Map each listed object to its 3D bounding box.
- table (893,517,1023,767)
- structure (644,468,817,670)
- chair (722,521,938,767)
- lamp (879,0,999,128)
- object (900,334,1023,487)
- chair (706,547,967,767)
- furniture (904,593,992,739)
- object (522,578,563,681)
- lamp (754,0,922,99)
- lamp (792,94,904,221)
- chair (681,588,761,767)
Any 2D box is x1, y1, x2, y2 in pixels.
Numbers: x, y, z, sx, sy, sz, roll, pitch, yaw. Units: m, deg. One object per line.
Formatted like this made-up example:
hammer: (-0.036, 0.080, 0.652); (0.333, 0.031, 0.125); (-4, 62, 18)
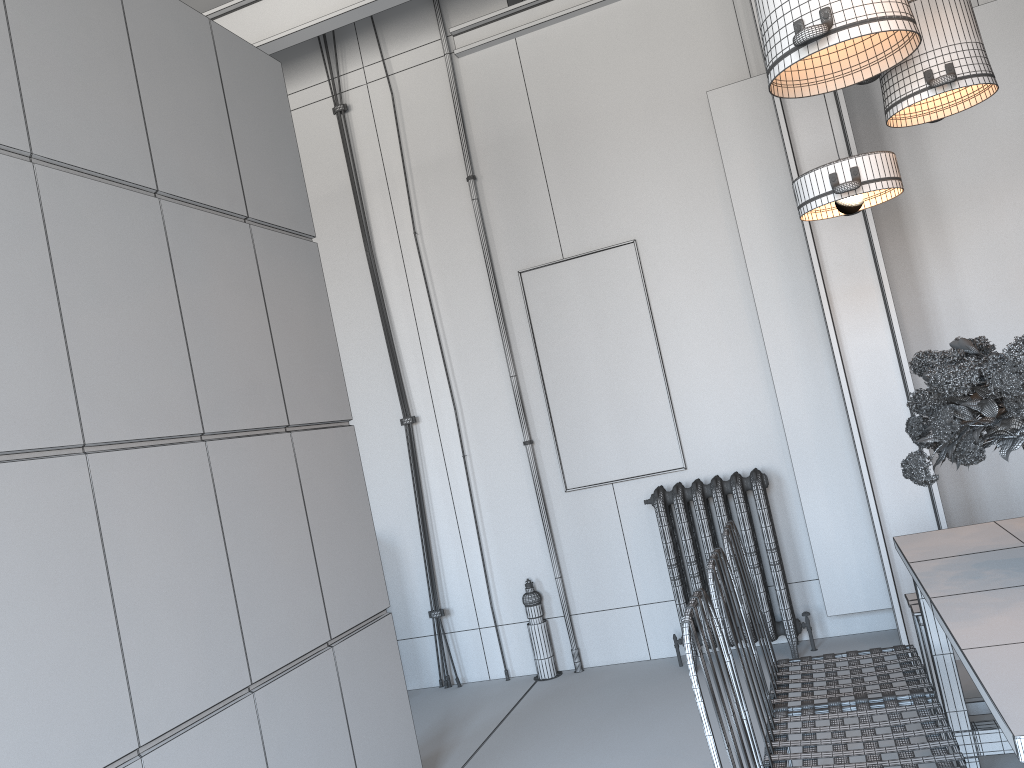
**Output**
table: (1.695, 0.797, 1.987); (1.239, 0.819, 1.784); (-13, -4, 17)
structure: (1.146, 0.991, 4.723); (0.733, 1.007, 0.328); (-13, -4, 17)
chair: (1.006, 0.877, 2.739); (0.488, 0.975, 0.474); (-13, -4, 17)
lamp: (1.166, -1.615, 2.790); (0.364, 1.553, 0.322); (-10, -4, -27)
object: (1.408, 0.123, 2.289); (0.782, 0.654, 0.697); (-13, -4, 20)
chair: (0.855, 0.880, 2.266); (0.488, 0.975, 0.474); (-13, -4, 17)
furniture: (2.126, 0.924, 3.140); (1.260, 0.478, 0.300); (-13, -4, 17)
object: (0.171, 1.453, 5.187); (0.206, 0.647, 0.173); (-9, -4, -37)
lamp: (0.787, -1.603, 2.552); (0.470, 1.447, 0.415); (-11, -4, -12)
lamp: (0.914, -1.428, 2.916); (0.323, 1.798, 0.404); (-11, -4, -14)
chair: (0.699, 0.883, 1.781); (0.488, 0.975, 0.474); (-13, -4, 17)
